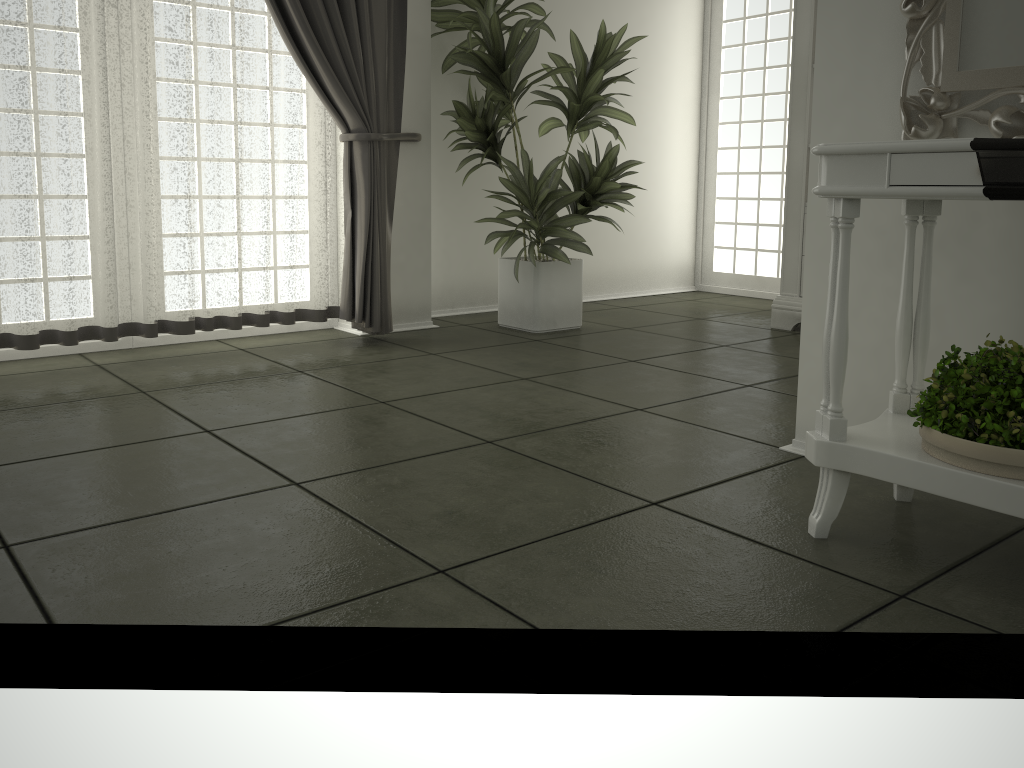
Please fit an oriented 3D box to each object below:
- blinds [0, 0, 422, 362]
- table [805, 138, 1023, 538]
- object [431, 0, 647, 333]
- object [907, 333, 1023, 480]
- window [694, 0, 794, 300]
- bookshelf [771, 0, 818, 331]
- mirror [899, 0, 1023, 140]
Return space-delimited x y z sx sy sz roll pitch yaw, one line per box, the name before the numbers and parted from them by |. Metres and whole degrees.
blinds | -1.862 -1.316 3.169 3.680 2.570 0.665 -8 11 -39
table | 0.957 -0.049 1.666 0.435 0.795 0.704 -6 12 -38
object | 0.155 -1.335 4.500 1.163 2.070 1.052 -3 9 -21
object | 0.963 0.023 1.682 0.376 0.229 0.349 -10 15 -43
window | 1.648 -1.807 5.780 0.058 2.470 1.008 -5 10 -38
bookshelf | 1.927 -1.385 4.245 0.627 2.315 1.160 -6 10 -38
mirror | 1.184 -1.084 1.721 0.082 1.194 0.845 -5 11 -38
